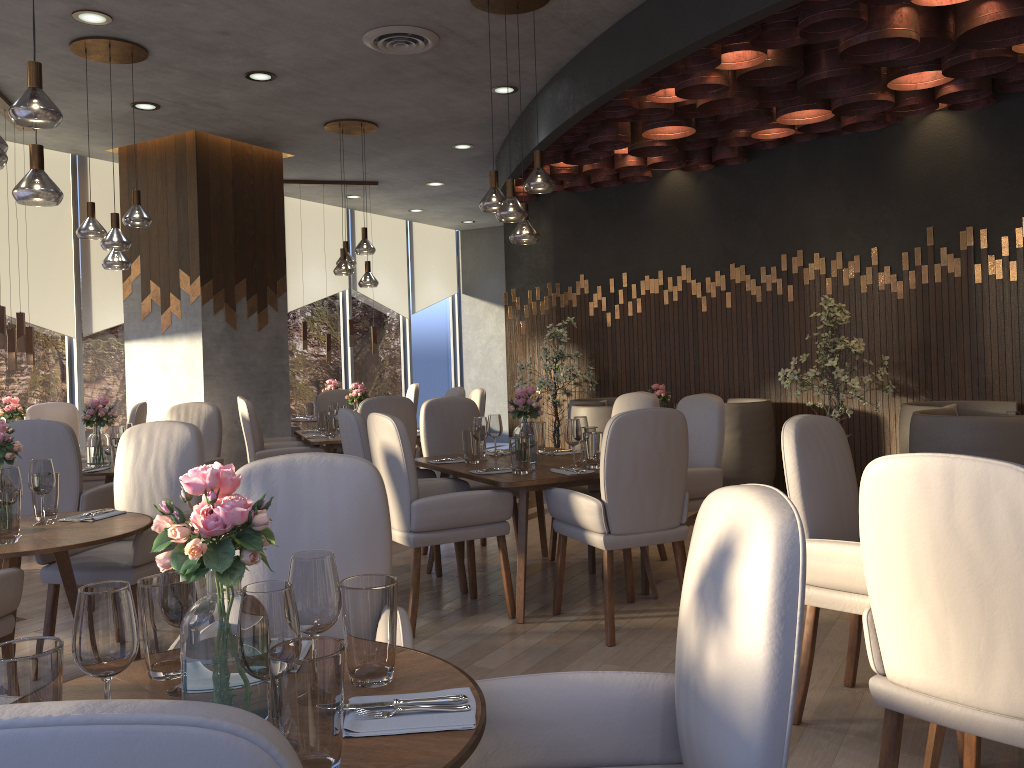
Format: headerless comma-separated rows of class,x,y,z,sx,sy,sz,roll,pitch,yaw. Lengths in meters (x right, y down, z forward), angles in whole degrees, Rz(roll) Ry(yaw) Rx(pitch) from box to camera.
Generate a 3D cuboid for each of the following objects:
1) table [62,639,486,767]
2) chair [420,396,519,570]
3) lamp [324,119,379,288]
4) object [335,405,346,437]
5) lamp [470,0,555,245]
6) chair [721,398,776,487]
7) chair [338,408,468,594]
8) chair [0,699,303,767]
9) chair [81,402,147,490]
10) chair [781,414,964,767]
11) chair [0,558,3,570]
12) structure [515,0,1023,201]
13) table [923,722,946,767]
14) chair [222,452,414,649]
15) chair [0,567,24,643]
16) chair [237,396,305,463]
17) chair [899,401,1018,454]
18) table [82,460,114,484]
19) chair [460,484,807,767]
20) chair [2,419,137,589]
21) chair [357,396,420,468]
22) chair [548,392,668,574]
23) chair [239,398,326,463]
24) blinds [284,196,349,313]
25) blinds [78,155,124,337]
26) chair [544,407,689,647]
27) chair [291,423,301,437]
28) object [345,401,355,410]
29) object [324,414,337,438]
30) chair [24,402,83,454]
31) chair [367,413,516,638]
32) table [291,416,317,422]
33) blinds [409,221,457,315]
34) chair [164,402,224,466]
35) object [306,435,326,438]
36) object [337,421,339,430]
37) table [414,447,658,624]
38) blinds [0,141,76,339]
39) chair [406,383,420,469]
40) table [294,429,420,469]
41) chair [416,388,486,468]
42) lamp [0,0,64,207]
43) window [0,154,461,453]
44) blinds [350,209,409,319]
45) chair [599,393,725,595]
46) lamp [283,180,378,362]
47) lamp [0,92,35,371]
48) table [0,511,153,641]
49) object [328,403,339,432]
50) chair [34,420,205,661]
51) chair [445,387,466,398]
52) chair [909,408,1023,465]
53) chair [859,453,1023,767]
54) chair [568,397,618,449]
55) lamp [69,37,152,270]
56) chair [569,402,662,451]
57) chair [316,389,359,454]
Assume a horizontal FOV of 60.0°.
table,-0.447,0.869,1.418,0.833,0.662,0.834,-1,1,29
chair,-0.273,0.582,5.544,0.528,1.000,0.599,-2,0,-29
lamp,-1.309,-1.467,7.324,0.439,1.326,0.439,-2,0,15
object,-1.331,0.290,6.915,0.092,0.244,0.092,-2,0,30
lamp,0.013,-1.441,4.806,0.439,1.326,0.439,-2,0,35
chair,1.790,0.551,7.068,0.595,0.837,0.775,-2,1,45
chair,-0.607,0.615,4.760,0.600,1.000,0.528,-2,0,-24
chair,-0.367,0.714,0.873,0.528,1.000,0.599,-2,0,-8
chair,-3.008,0.645,6.548,0.600,1.000,0.528,-2,0,-13
chair,1.234,0.605,2.896,0.599,1.000,0.528,-2,0,44
chair,-3.475,0.682,5.778,0.528,1.000,0.599,-2,0,-10
structure,2.390,-2.057,4.978,2.756,0.557,9.450,-3,2,-30
table,1.805,0.769,2.288,0.965,0.666,1.306,-3,2,-43
chair,-0.488,0.686,2.027,0.528,1.000,0.599,-2,0,-7
chair,-1.870,0.715,2.634,0.528,1.000,0.600,-2,0,11
chair,-1.944,0.588,7.335,0.600,1.000,0.528,-2,0,-17
chair,2.916,0.546,5.906,0.774,0.837,0.595,-2,0,-30
table,-2.333,0.822,5.394,0.834,0.662,0.834,-2,1,4
chair,0.159,0.681,1.451,0.600,1.000,0.528,-2,0,-4
chair,-2.419,0.673,4.836,0.528,1.000,0.600,-2,0,6
chair,-0.944,0.578,6.503,0.528,1.000,0.599,-2,0,-17
chair,0.572,0.560,5.343,0.600,1.000,0.528,-2,0,-31
chair,-1.762,0.597,6.800,0.600,1.000,0.528,-2,0,-22
blinds,-2.394,-2.161,10.726,0.007,2.681,1.174,-2,0,30
blinds,-3.638,-1.788,8.548,0.007,2.681,1.174,-2,0,30
chair,0.499,0.597,4.064,0.528,1.000,0.599,-2,0,-24
chair,-2.539,0.552,9.326,0.600,1.000,0.528,-2,0,-18
object,-1.396,0.272,7.627,0.092,0.244,0.092,-2,0,-40
object,-1.393,0.327,6.825,0.102,0.178,0.102,-2,0,-12
chair,-3.719,0.655,7.046,0.528,1.000,0.599,-2,0,-13
chair,-0.359,0.621,4.251,0.600,1.000,0.528,-2,0,-29
table,-1.953,0.695,9.521,0.833,0.662,0.834,-2,1,21
blinds,-1.150,-2.329,12.889,0.007,2.681,1.174,-2,0,30
chair,-2.260,0.636,5.987,0.528,1.000,0.600,-2,0,7
object,-1.486,0.406,6.961,0.255,0.019,0.157,-2,2,-18
object,-1.487,0.306,7.686,0.102,0.178,0.102,-2,0,-24
table,0.109,0.755,4.803,0.965,0.666,1.307,-2,1,-27
blinds,-4.260,-1.720,7.468,0.007,2.681,1.174,-2,0,30
chair,-1.304,0.502,9.682,0.600,1.000,0.528,-2,0,-17
table,-1.233,0.731,7.289,0.965,0.666,1.307,-2,1,-19
chair,-0.508,0.543,7.230,0.600,1.000,0.528,-2,0,-17
lamp,-1.837,-1.335,3.205,0.439,1.326,0.439,-2,0,32
window,-2.629,-0.665,4.699,8.062,3.199,16.121,-2,2,-15
blinds,-1.771,-2.212,11.807,0.007,2.681,1.174,-2,0,30
chair,0.840,0.565,4.840,0.600,1.000,0.528,-2,0,-24
lamp,-1.991,-1.203,9.500,1.161,1.931,0.118,-2,0,-15
lamp,-3.656,-1.063,6.443,0.118,1.931,1.161,-2,0,-15
table,-1.738,0.863,3.205,0.834,0.662,0.834,-2,1,-10
object,-1.501,0.280,7.462,0.092,0.244,0.092,-2,0,8
chair,-1.623,0.676,3.768,0.528,1.000,0.600,-2,0,11
chair,-0.712,0.535,7.762,0.600,1.000,0.528,-2,0,-24
chair,2.603,0.581,5.040,0.595,0.837,0.774,-2,1,-20
chair,1.137,0.632,2.041,0.600,1.000,0.528,-2,0,-41
chair,0.820,0.556,8.049,0.595,0.837,0.775,-2,1,40
lamp,-2.434,-1.376,5.405,0.439,1.326,0.439,-2,0,37
chair,0.773,0.584,7.120,0.596,0.837,0.774,-2,1,-40
chair,-1.513,0.554,8.057,0.528,1.000,0.599,-2,0,-22
